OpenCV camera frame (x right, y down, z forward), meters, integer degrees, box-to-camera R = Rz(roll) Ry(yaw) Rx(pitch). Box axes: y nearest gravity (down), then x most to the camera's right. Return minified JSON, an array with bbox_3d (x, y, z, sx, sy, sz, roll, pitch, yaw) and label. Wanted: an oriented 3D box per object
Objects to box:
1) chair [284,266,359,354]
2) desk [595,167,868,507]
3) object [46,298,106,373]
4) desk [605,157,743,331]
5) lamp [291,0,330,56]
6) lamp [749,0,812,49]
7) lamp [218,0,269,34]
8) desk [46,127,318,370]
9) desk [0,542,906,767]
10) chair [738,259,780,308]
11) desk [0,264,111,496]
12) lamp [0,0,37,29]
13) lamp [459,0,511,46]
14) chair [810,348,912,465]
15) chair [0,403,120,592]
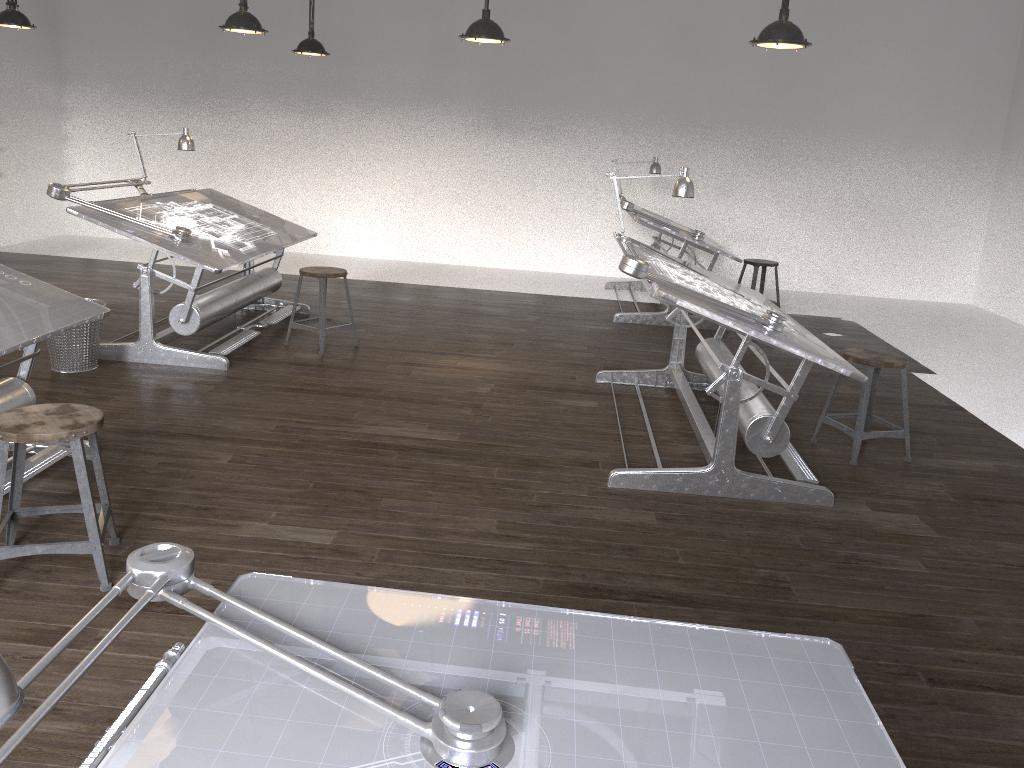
[{"bbox_3d":[-1.278,-0.508,5.971,0.360,0.522,0.374,12,16,30],"label":"chair"},{"bbox_3d":[0.970,-0.407,4.577,1.076,1.370,2.094,5,15,2],"label":"desk"},{"bbox_3d":[-2.509,-0.274,5.068,0.354,0.373,0.356,10,15,23],"label":"object"},{"bbox_3d":[1.408,-1.386,8.194,1.076,1.370,2.094,5,15,2],"label":"desk"},{"bbox_3d":[-1.573,-3.792,7.025,0.313,2.227,0.314,0,14,-17],"label":"lamp"},{"bbox_3d":[1.447,-2.810,4.277,0.313,2.227,0.314,0,14,-17],"label":"lamp"},{"bbox_3d":[-1.668,-3.376,5.511,0.314,2.227,0.313,11,15,26],"label":"lamp"},{"bbox_3d":[-2.123,-1.023,5.997,1.076,1.370,2.094,5,15,2],"label":"desk"},{"bbox_3d":[-0.140,0.675,0.786,1.171,1.175,1.284,5,14,2],"label":"desk"},{"bbox_3d":[2.267,-0.874,8.183,0.372,0.522,0.362,-1,15,-19],"label":"chair"},{"bbox_3d":[-2.328,-0.125,2.731,1.076,1.370,2.307,5,15,2],"label":"desk"},{"bbox_3d":[-3.667,-3.767,6.403,0.314,2.227,0.313,11,15,26],"label":"lamp"},{"bbox_3d":[-0.086,-3.124,5.037,0.314,2.240,0.313,11,15,26],"label":"lamp"},{"bbox_3d":[1.828,0.107,4.562,0.372,0.522,0.362,-1,15,-19],"label":"chair"},{"bbox_3d":[-1.468,0.359,2.822,0.372,0.522,0.362,-1,15,-19],"label":"chair"}]
